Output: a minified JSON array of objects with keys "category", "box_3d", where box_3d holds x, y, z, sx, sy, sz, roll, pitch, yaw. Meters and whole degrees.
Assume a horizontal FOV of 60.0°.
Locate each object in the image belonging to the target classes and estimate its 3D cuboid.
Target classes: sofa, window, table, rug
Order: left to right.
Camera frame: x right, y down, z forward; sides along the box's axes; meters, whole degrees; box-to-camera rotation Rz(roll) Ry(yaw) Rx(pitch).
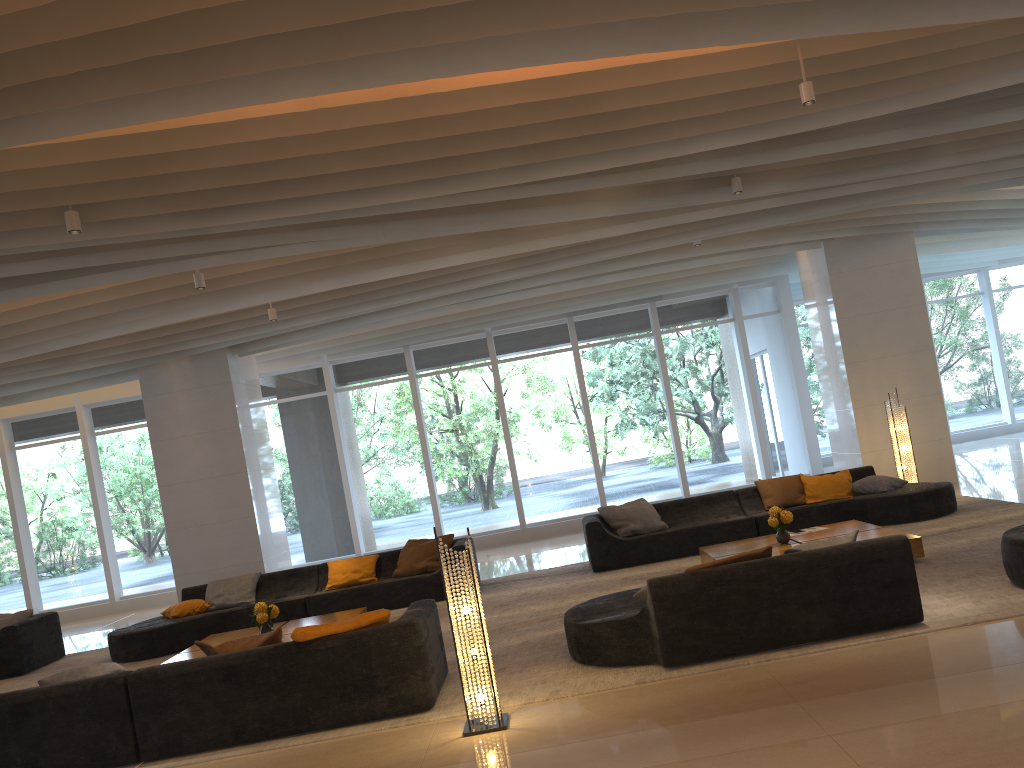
[{"category":"sofa","box_3d":[-7.301,3.320,10.313,3.775,0.582,0.943,-10,-3,0]},{"category":"sofa","box_3d":[-2.374,2.138,6.029,3.775,0.582,0.943,-10,-3,0]},{"category":"window","box_3d":[-4.735,1.440,12.428,55.086,3.216,21.936,-7,-5,-34]},{"category":"rug","box_3d":[-2.569,2.625,8.184,16.211,0.022,5.525,-10,-4,0]},{"category":"table","box_3d":[-2.271,2.457,8.183,1.600,0.219,1.604,-10,-4,1]},{"category":"sofa","box_3d":[-2.464,2.442,10.138,4.143,0.582,1.354,-10,-3,-1]},{"category":"sofa","box_3d":[1.466,1.466,6.205,2.251,0.576,1.358,-10,-3,0]},{"category":"sofa","box_3d":[2.892,1.493,10.271,4.169,0.581,1.345,-11,-3,7]},{"category":"table","box_3d":[2.667,1.572,8.178,1.600,0.219,1.604,-10,-4,1]}]

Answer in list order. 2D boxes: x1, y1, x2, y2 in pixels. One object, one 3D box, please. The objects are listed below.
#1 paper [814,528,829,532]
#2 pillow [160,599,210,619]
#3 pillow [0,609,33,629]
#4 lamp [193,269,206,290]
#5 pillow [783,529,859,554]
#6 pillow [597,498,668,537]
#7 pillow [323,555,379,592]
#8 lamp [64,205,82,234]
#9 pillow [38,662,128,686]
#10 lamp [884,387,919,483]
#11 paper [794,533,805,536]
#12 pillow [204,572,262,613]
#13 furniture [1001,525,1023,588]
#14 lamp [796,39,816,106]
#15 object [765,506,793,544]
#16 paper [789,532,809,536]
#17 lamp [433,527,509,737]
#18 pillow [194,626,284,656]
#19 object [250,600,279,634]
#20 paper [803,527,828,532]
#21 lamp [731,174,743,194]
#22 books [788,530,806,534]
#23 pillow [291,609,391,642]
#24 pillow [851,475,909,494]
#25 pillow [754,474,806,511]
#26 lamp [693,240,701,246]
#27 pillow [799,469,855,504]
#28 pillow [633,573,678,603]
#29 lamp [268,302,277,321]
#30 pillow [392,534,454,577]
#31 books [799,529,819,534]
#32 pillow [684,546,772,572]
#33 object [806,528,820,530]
[{"category":"paper","box_3d":[3.008,1.443,8.813,0.191,0.001,0.259,-9,-4,-12]},{"category":"pillow","box_3d":[-3.779,2.608,10.254,0.454,0.192,0.580,-8,-4,-34]},{"category":"pillow","box_3d":[-6.059,2.913,10.448,0.633,0.377,0.553,-11,-3,23]},{"category":"lamp","box_3d":[-2.992,-1.616,8.152,0.090,1.505,0.088,-10,0,-26]},{"category":"pillow","box_3d":[2.072,1.173,5.981,0.564,0.344,0.458,-10,-3,-1]},{"category":"pillow","box_3d":[1.418,1.573,10.440,0.644,0.377,0.544,-9,-3,-21]},{"category":"pillow","box_3d":[-1.871,2.236,10.361,0.637,0.394,0.451,-10,-2,0]},{"category":"lamp","box_3d":[-3.066,-1.757,5.956,0.089,1.505,0.089,-10,0,-8]},{"category":"pillow","box_3d":[-2.785,2.072,5.968,0.585,0.376,0.422,-10,-2,3]},{"category":"lamp","box_3d":[4.909,0.766,11.160,0.250,1.449,0.250,-10,0,1]},{"category":"paper","box_3d":[2.802,1.478,8.779,0.197,0.001,0.262,-10,-4,-8]},{"category":"pillow","box_3d":[-3.272,2.469,10.361,0.664,0.416,0.462,-10,-2,1]},{"category":"furniture","box_3d":[3.870,1.132,6.014,0.979,0.364,0.989,-11,-4,10]},{"category":"lamp","box_3d":[1.878,-2.638,6.008,0.090,1.505,0.088,-10,-1,-44]},{"category":"object","box_3d":[2.507,1.305,8.278,0.236,0.376,0.266,-10,-2,3]},{"category":"paper","box_3d":[2.807,1.476,8.782,0.186,0.001,0.256,-10,-4,-7]},{"category":"lamp","box_3d":[-0.252,1.396,5.149,0.250,1.197,0.250,-10,-1,1]},{"category":"pillow","box_3d":[-1.768,1.851,5.967,0.600,0.409,0.445,-10,-2,2]},{"category":"object","box_3d":[-2.231,2.136,8.030,0.263,0.376,0.238,-11,-2,23]},{"category":"paper","box_3d":[3.008,1.442,8.813,0.187,0.001,0.256,-9,-4,-12]},{"category":"lamp","box_3d":[1.949,-2.499,8.172,0.090,1.505,0.088,-10,-1,-44]},{"category":"books","box_3d":[2.824,1.465,8.790,0.112,0.011,0.181,-10,-4,-8]},{"category":"pillow","box_3d":[-1.141,1.712,5.894,0.644,0.377,0.544,-9,-3,-21]},{"category":"pillow","box_3d":[4.232,1.160,10.218,0.593,0.209,0.435,-7,-4,-39]},{"category":"pillow","box_3d":[3.196,1.281,10.413,0.576,0.374,0.370,-10,-2,-1]},{"category":"lamp","box_3d":[2.038,-2.361,10.371,0.090,1.505,0.088,-10,-1,-44]},{"category":"pillow","box_3d":[3.691,1.204,10.354,0.604,0.402,0.477,-11,-2,8]},{"category":"pillow","box_3d":[1.116,1.393,6.051,0.424,0.246,0.477,-12,-4,36]},{"category":"lamp","box_3d":[-2.909,-1.478,10.332,0.089,1.505,0.089,-10,0,-8]},{"category":"pillow","box_3d":[-1.043,2.014,10.443,0.633,0.377,0.553,-11,-3,23]},{"category":"books","box_3d":[2.904,1.455,8.785,0.213,0.011,0.180,-9,-4,-18]},{"category":"pillow","box_3d":[1.440,1.285,5.874,0.604,0.391,0.398,-10,-2,3]},{"category":"object","box_3d":[2.954,1.444,8.803,0.106,0.014,0.180,-9,-4,-18]}]
